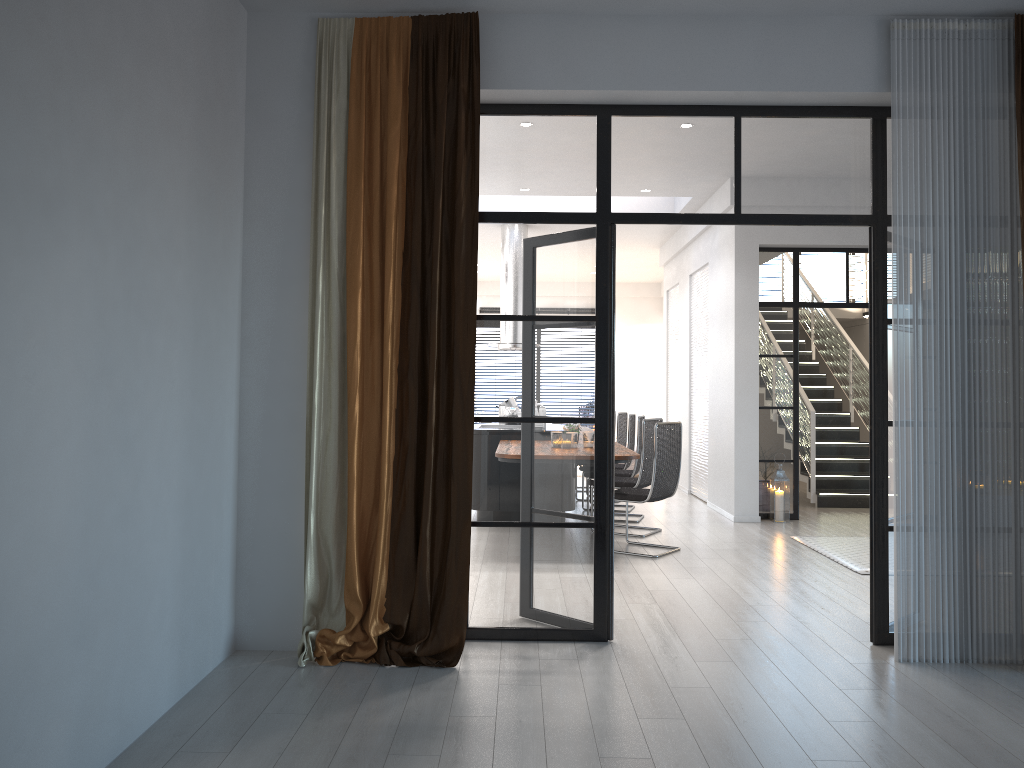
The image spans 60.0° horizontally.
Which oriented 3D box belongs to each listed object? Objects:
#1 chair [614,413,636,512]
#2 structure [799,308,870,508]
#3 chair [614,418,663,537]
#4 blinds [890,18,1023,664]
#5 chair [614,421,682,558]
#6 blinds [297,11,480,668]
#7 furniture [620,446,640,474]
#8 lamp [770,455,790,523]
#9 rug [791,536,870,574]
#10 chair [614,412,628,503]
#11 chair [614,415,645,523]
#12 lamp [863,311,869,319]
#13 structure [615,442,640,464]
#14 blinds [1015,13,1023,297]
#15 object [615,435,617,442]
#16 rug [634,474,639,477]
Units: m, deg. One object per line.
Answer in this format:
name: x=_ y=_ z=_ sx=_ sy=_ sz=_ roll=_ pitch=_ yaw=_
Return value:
chair: x=1.025 y=0.823 z=9.487 sx=0.537 sy=1.019 sz=0.470 roll=0 pitch=-2 yaw=15
structure: x=4.529 y=-0.417 z=11.714 sx=2.393 sy=3.604 sz=5.798 roll=1 pitch=-1 yaw=1
chair: x=1.020 y=0.810 z=7.951 sx=0.536 sy=1.019 sz=0.470 roll=0 pitch=-2 yaw=30
blinds: x=2.452 y=-0.214 z=4.187 sx=1.301 sy=3.071 sz=0.052 roll=1 pitch=-2 yaw=1
chair: x=1.001 y=0.803 z=7.013 sx=0.536 sy=1.019 sz=0.470 roll=-1 pitch=-2 yaw=35
blinds: x=-0.564 y=-0.252 z=4.126 sx=0.811 sy=3.047 sz=0.254 roll=1 pitch=-2 yaw=0
furniture: x=1.676 y=1.136 z=13.042 sx=0.699 sy=0.460 sz=0.699 roll=1 pitch=-1 yaw=-4
lamp: x=2.609 y=1.007 z=8.649 sx=0.148 sy=0.666 sz=0.157 roll=1 pitch=-2 yaw=1
rug: x=3.541 y=1.321 z=6.897 sx=2.276 sy=0.020 sz=1.584 roll=1 pitch=0 yaw=0
chair: x=1.029 y=0.829 z=10.301 sx=0.536 sy=1.019 sz=0.470 roll=0 pitch=-2 yaw=20
chair: x=1.018 y=0.817 z=8.769 sx=0.537 sy=1.019 sz=0.470 roll=0 pitch=-2 yaw=15
lamp: x=5.667 y=-1.076 z=13.868 sx=0.152 sy=0.124 sz=0.567 roll=1 pitch=-1 yaw=0
structure: x=0.265 y=0.878 z=9.101 sx=1.377 sy=0.888 sz=5.637 roll=1 pitch=0 yaw=1
blinds: x=2.737 y=-0.219 z=4.083 sx=0.811 sy=3.047 sz=0.254 roll=1 pitch=-2 yaw=1
object: x=1.641 y=1.027 z=15.306 sx=0.418 sy=0.355 sz=0.760 roll=0 pitch=-1 yaw=9
rug: x=1.455 y=1.362 z=14.203 sx=1.623 sy=0.020 sz=2.518 roll=1 pitch=0 yaw=0
